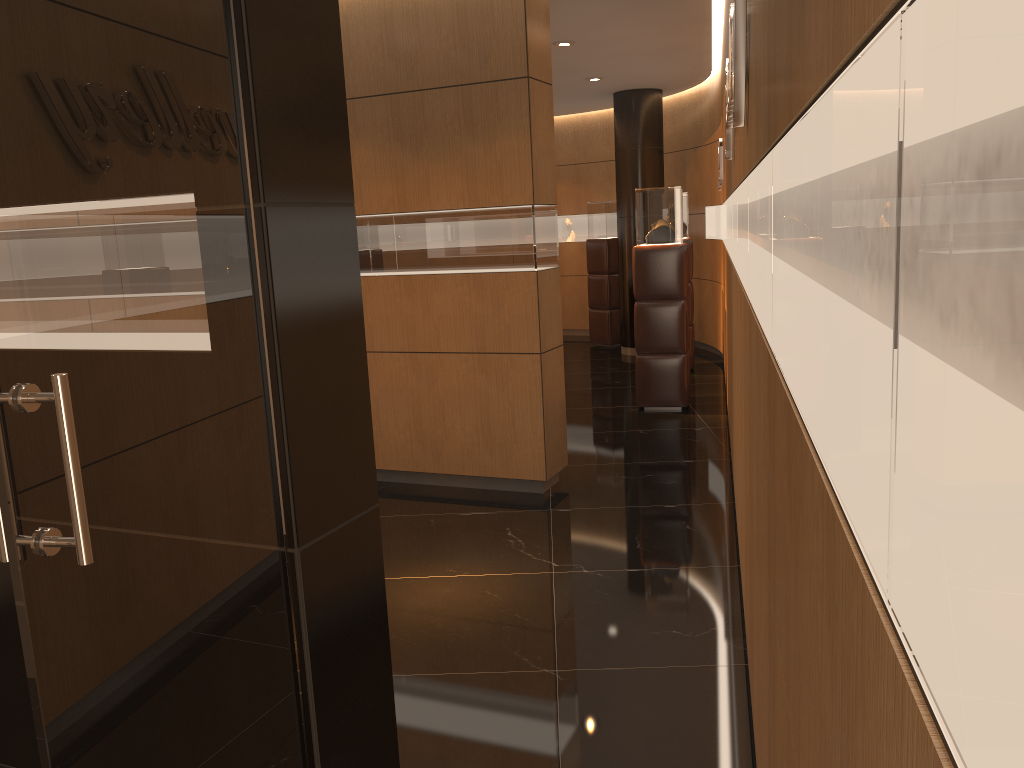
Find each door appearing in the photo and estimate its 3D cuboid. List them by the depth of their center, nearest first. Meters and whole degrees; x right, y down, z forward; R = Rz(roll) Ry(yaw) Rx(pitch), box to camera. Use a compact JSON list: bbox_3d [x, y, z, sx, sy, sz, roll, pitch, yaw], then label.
[{"bbox_3d":[-0.856,-0.043,0.980,0.098,3.285,2.473,-1,10,13],"label":"door"}]

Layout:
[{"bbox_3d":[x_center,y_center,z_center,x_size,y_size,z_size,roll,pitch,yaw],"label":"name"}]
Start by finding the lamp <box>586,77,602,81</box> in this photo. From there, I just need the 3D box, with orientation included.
[{"bbox_3d":[0.920,-3.437,9.915,0.176,0.068,0.176,-2,10,7],"label":"lamp"}]

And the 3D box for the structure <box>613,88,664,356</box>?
[{"bbox_3d":[1.664,-2.106,11.445,0.613,3.430,0.613,0,11,17],"label":"structure"}]

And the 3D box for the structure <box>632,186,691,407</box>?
[{"bbox_3d":[1.373,-0.793,8.141,0.498,1.968,0.484,-1,10,12],"label":"structure"}]

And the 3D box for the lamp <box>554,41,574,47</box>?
[{"bbox_3d":[0.463,-3.053,7.887,0.176,0.068,0.176,-2,10,7],"label":"lamp"}]

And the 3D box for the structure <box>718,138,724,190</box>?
[{"bbox_3d":[2.066,-2.170,8.783,0.034,0.442,2.050,-1,10,13],"label":"structure"}]

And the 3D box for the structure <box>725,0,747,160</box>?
[{"bbox_3d":[0.870,-1.169,3.494,0.034,0.442,2.050,-1,10,13],"label":"structure"}]

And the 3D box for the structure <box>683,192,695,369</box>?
[{"bbox_3d":[1.824,-1.156,10.142,0.498,2.000,0.484,-1,10,12],"label":"structure"}]

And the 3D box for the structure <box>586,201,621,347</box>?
[{"bbox_3d":[1.372,-1.544,12.462,0.484,2.000,0.498,-9,12,-32],"label":"structure"}]
